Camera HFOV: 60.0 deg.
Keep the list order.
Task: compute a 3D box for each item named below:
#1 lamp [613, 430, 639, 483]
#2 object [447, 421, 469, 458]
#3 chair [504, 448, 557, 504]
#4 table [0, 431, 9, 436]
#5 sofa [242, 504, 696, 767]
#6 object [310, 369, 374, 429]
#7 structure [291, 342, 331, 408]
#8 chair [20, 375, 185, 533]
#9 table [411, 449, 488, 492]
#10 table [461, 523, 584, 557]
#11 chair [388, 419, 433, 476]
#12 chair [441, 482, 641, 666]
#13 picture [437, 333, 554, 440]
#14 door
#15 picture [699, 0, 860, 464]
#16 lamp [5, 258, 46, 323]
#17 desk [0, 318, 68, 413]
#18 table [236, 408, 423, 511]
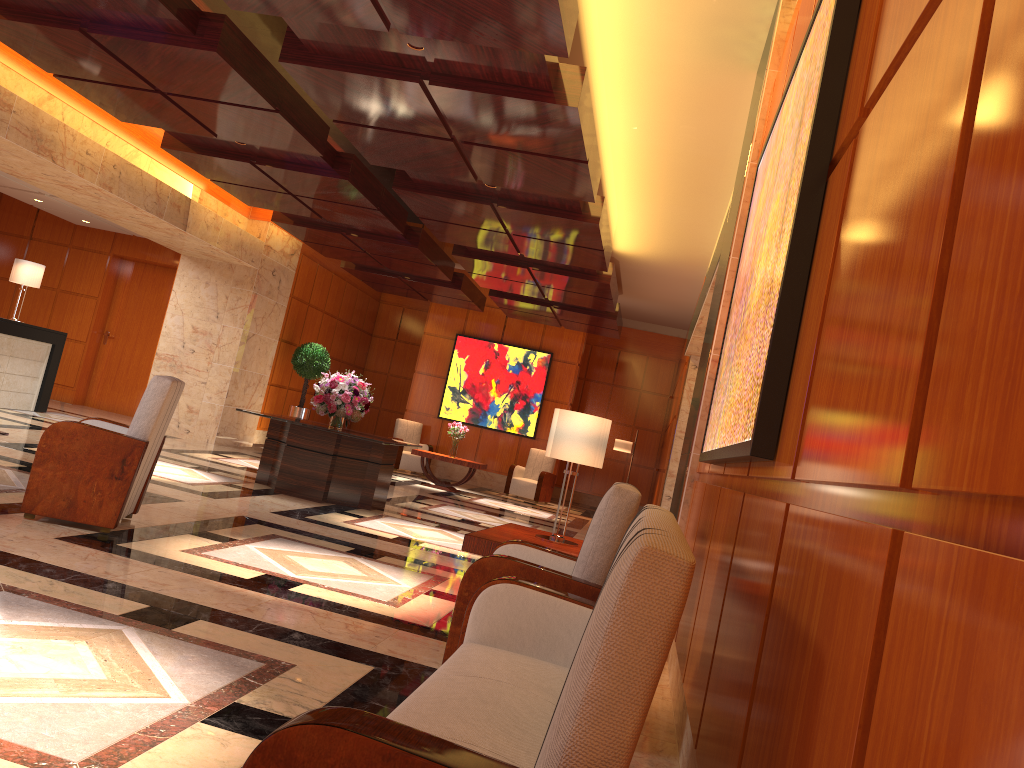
[{"bbox_3d":[1.916,1.591,15.209,0.526,1.667,0.358,12,-6,0],"label":"lamp"},{"bbox_3d":[-0.943,0.931,14.838,0.351,0.598,0.325,10,-6,29],"label":"object"},{"bbox_3d":[0.392,1.690,16.572,0.740,0.964,0.624,10,-6,28],"label":"chair"},{"bbox_3d":[-3.272,0.357,4.104,0.723,0.498,1.552,12,-4,12],"label":"table"},{"bbox_3d":[0.013,0.722,2.120,0.613,0.936,1.790,12,-4,10],"label":"sofa"},{"bbox_3d":[-1.861,0.161,9.712,0.650,0.661,0.677,12,-5,1],"label":"object"},{"bbox_3d":[-3.674,0.088,15.695,0.720,1.719,0.720,14,-5,-12],"label":"structure"},{"bbox_3d":[-2.497,0.364,5.500,0.627,0.964,0.736,13,-5,-12],"label":"chair"},{"bbox_3d":[-1.083,1.477,14.755,1.169,0.536,0.721,12,-4,10],"label":"table"},{"bbox_3d":[0.166,1.140,4.883,0.726,0.536,1.162,12,-4,12],"label":"table"},{"bbox_3d":[-1.959,1.196,16.981,0.734,0.964,0.629,15,-6,-31],"label":"chair"},{"bbox_3d":[0.140,0.837,3.725,0.629,0.964,0.734,12,-5,8],"label":"chair"},{"bbox_3d":[-0.334,0.035,17.548,1.999,1.743,0.056,12,-6,10],"label":"picture"},{"bbox_3d":[-6.622,-0.818,15.398,1.287,2.707,0.339,12,-6,10],"label":"door"},{"bbox_3d":[0.899,-0.438,3.173,0.056,1.457,1.987,11,-4,9],"label":"picture"},{"bbox_3d":[-6.611,-1.246,11.963,0.373,0.823,0.370,9,-6,34],"label":"lamp"},{"bbox_3d":[-7.018,-0.386,11.020,0.942,1.145,2.912,12,-4,9],"label":"desk"},{"bbox_3d":[-2.010,0.848,9.661,1.602,0.747,1.593,12,-4,10],"label":"table"}]
